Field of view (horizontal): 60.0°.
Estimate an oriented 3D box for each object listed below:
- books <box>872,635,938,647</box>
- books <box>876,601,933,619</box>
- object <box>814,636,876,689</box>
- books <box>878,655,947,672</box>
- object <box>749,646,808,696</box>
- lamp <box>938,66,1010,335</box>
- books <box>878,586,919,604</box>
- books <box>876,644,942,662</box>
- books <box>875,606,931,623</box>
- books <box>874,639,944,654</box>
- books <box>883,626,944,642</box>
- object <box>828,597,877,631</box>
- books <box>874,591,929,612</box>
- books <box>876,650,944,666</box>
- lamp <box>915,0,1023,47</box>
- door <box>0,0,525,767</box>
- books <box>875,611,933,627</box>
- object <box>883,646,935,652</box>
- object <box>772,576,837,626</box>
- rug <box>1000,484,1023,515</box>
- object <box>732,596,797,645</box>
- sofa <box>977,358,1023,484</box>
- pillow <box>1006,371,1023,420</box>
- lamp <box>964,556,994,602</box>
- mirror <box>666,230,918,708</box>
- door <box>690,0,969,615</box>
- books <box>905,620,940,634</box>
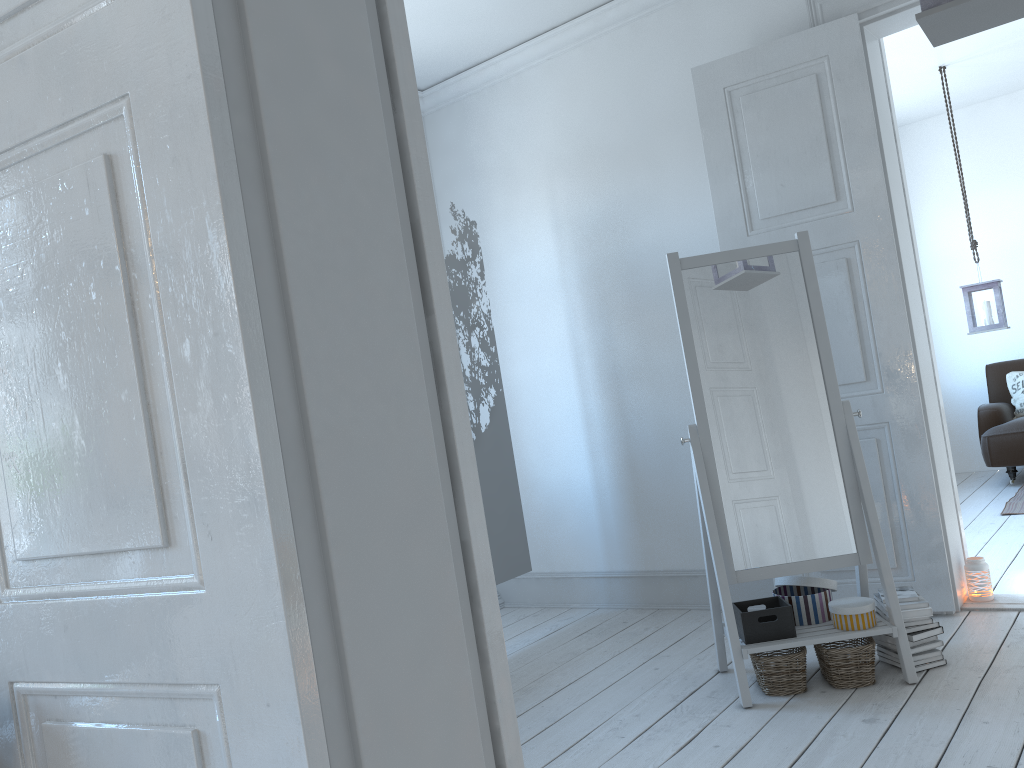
[{"bbox_3d":[1.311,0.842,2.969,0.128,0.022,0.167,-8,-2,-19],"label":"books"},{"bbox_3d":[1.303,0.742,2.954,0.128,0.026,0.200,-9,-2,9],"label":"books"},{"bbox_3d":[1.098,0.901,2.933,0.185,0.140,0.295,-9,-2,9],"label":"object"},{"bbox_3d":[1.335,0.921,2.962,0.128,0.016,0.179,-9,-2,-15],"label":"books"},{"bbox_3d":[0.888,0.935,2.961,0.185,0.140,0.295,-9,-2,9],"label":"object"},{"bbox_3d":[2.943,-1.207,5.739,0.229,1.761,0.228,-10,-1,34],"label":"lamp"},{"bbox_3d":[1.295,0.707,2.976,0.111,0.014,0.156,-10,-2,17],"label":"books"},{"bbox_3d":[1.323,0.889,2.961,0.128,0.016,0.181,-9,-2,-8],"label":"books"},{"bbox_3d":[1.304,0.764,2.963,0.128,0.016,0.180,-9,-2,8],"label":"books"},{"bbox_3d":[1.319,0.860,2.960,0.132,0.017,0.187,-9,-2,-16],"label":"books"},{"bbox_3d":[1.313,0.817,2.956,0.128,0.022,0.193,-8,-2,-20],"label":"books"},{"bbox_3d":[1.110,0.747,2.887,0.142,0.074,0.142,-10,-2,21],"label":"object"},{"bbox_3d":[1.297,0.722,2.960,0.132,0.017,0.187,-9,-2,10],"label":"books"},{"bbox_3d":[1.327,0.905,2.963,0.128,0.016,0.177,-9,-2,-12],"label":"books"},{"bbox_3d":[0.855,-1.647,1.879,0.229,1.761,0.228,-10,-1,34],"label":"lamp"},{"bbox_3d":[0.292,-0.239,0.764,2.602,2.504,0.577,-10,-1,37],"label":"door"},{"bbox_3d":[1.308,0.780,2.965,0.128,0.016,0.177,-9,-2,4],"label":"books"},{"bbox_3d":[1.321,0.874,2.975,0.111,0.014,0.156,-9,-2,-10],"label":"object"},{"bbox_3d":[1.015,0.727,3.077,0.240,0.158,0.207,-8,-2,-45],"label":"object"},{"bbox_3d":[3.894,0.570,5.203,1.713,0.055,1.454,-10,-2,38],"label":"rug"},{"bbox_3d":[0.830,0.780,2.933,0.165,0.103,0.155,-9,-1,2],"label":"object"},{"bbox_3d":[4.295,0.124,5.810,2.168,0.824,0.967,-10,-2,37],"label":"sofa"},{"bbox_3d":[3.812,0.047,6.304,0.520,0.367,0.238,-10,-2,37],"label":"pillow"},{"bbox_3d":[1.849,0.773,3.514,0.089,0.166,0.089,-10,-1,36],"label":"lamp"},{"bbox_3d":[0.889,0.245,2.993,0.610,1.488,0.417,-9,-1,2],"label":"mirror"},{"bbox_3d":[2.108,-0.450,3.158,2.602,2.504,0.577,-10,-1,37],"label":"door"},{"bbox_3d":[1.315,0.797,2.963,0.128,0.016,0.179,-9,-2,-10],"label":"books"}]
